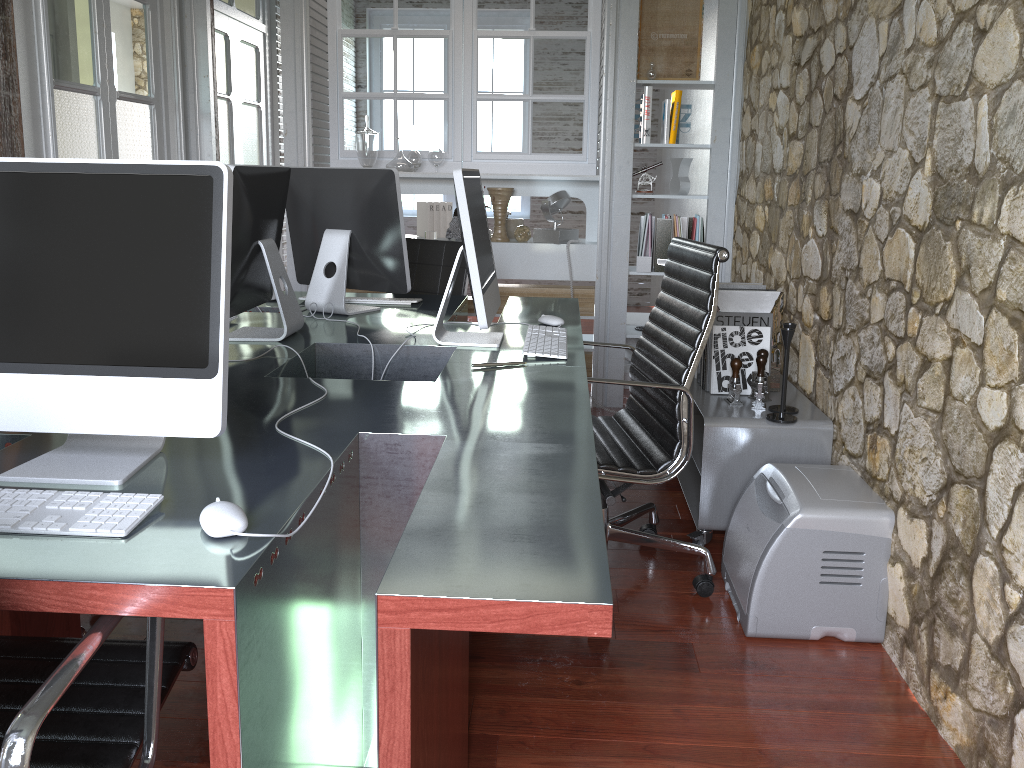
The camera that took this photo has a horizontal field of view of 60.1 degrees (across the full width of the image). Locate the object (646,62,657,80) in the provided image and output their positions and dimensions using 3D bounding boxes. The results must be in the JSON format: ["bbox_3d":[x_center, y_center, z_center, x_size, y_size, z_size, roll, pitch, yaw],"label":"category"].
[{"bbox_3d":[0.700,-1.568,4.433,0.056,0.089,0.056,2,11,6],"label":"object"}]

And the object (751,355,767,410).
[{"bbox_3d":[0.821,-0.011,2.929,0.048,0.174,0.088,4,11,14],"label":"object"}]

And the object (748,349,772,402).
[{"bbox_3d":[0.853,-0.034,3.028,0.048,0.174,0.088,-3,12,-22],"label":"object"}]

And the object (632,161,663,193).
[{"bbox_3d":[0.682,-1.071,4.576,0.178,0.159,0.093,8,13,30],"label":"object"}]

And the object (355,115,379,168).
[{"bbox_3d":[-0.770,-1.264,4.704,0.129,0.312,0.130,7,12,28],"label":"object"}]

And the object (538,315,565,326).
[{"bbox_3d":[0.124,-0.205,2.831,0.059,0.028,0.107,-8,16,-35],"label":"object"}]

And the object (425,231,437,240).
[{"bbox_3d":[-0.426,-0.779,4.644,0.066,0.040,0.066,-9,16,-38],"label":"object"}]

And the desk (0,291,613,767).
[{"bbox_3d":[-0.469,0.291,2.324,1.300,0.720,2.535,2,13,3],"label":"desk"}]

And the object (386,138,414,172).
[{"bbox_3d":[-0.585,-1.183,4.625,0.148,0.198,0.149,-2,12,-14],"label":"object"}]

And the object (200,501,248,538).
[{"bbox_3d":[-0.388,0.176,1.187,0.059,0.028,0.107,-6,15,-27],"label":"object"}]

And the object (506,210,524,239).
[{"bbox_3d":[-0.016,-0.884,4.904,0.159,0.151,0.218,-1,13,-11],"label":"object"}]

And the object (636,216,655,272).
[{"bbox_3d":[0.707,-0.741,4.679,0.078,0.275,0.241,3,12,11],"label":"object"}]

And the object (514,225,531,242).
[{"bbox_3d":[0.056,-0.794,4.665,0.093,0.087,0.092,11,15,39],"label":"object"}]

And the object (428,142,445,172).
[{"bbox_3d":[-0.407,-1.210,4.779,0.094,0.186,0.095,-3,12,-22],"label":"object"}]

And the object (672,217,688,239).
[{"bbox_3d":[0.879,-0.730,4.646,0.078,0.275,0.241,3,12,9],"label":"object"}]

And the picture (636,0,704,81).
[{"bbox_3d":[0.799,-1.752,4.481,0.326,0.430,0.009,2,10,3],"label":"picture"}]

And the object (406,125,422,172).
[{"bbox_3d":[-0.524,-1.243,4.733,0.088,0.269,0.089,1,11,-2],"label":"object"}]

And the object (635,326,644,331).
[{"bbox_3d":[0.838,-0.305,4.797,0.238,0.040,0.295,-10,17,-40],"label":"object"}]

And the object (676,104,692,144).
[{"bbox_3d":[0.902,-1.367,4.593,0.078,0.247,0.116,2,11,3],"label":"object"}]

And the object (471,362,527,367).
[{"bbox_3d":[-0.030,-0.050,2.208,0.149,0.011,0.011,-4,13,-21],"label":"object"}]

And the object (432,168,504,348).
[{"bbox_3d":[-0.119,-0.363,2.506,0.189,0.480,0.489,2,12,3],"label":"object"}]

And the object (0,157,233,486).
[{"bbox_3d":[-0.672,-0.106,1.389,0.484,0.480,0.191,2,11,3],"label":"object"}]

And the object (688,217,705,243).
[{"bbox_3d":[0.968,-0.731,4.656,0.078,0.275,0.241,2,12,7],"label":"object"}]

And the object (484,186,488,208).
[{"bbox_3d":[-0.177,-0.886,4.606,0.128,0.284,0.129,-5,13,-30],"label":"object"}]

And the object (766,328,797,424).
[{"bbox_3d":[0.852,-0.029,2.765,0.095,0.286,0.096,1,11,-1],"label":"object"}]

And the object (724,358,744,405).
[{"bbox_3d":[0.751,-0.013,2.980,0.048,0.151,0.088,1,11,-2],"label":"object"}]

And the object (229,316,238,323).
[{"bbox_3d":[-0.938,-0.159,2.592,0.118,0.017,0.444,2,13,3],"label":"object"}]

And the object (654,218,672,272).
[{"bbox_3d":[0.798,-0.741,4.686,0.078,0.275,0.248,2,12,8],"label":"object"}]

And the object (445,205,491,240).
[{"bbox_3d":[-0.250,-0.875,4.787,0.158,0.178,0.386,7,14,28],"label":"object"}]

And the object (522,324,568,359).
[{"bbox_3d":[0.097,-0.123,2.510,0.118,0.017,0.444,2,13,3],"label":"object"}]

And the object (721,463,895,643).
[{"bbox_3d":[0.811,0.450,2.497,0.362,0.383,0.404,2,12,3],"label":"object"}]

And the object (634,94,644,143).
[{"bbox_3d":[0.634,-1.375,4.607,0.078,0.247,0.116,2,11,3],"label":"object"}]

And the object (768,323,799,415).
[{"bbox_3d":[0.889,-0.052,2.866,0.095,0.286,0.095,-7,13,-37],"label":"object"}]

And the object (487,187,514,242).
[{"bbox_3d":[-0.063,-0.890,4.649,0.143,0.276,0.145,4,11,17],"label":"object"}]

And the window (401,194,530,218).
[{"bbox_3d":[-0.565,-2.478,8.291,1.539,1.920,0.128,2,10,3],"label":"window"}]

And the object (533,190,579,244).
[{"bbox_3d":[0.231,-0.877,4.639,0.167,0.269,0.189,10,14,37],"label":"object"}]

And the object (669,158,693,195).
[{"bbox_3d":[0.873,-1.075,4.592,0.063,0.186,0.127,-4,12,-24],"label":"object"}]

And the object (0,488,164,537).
[{"bbox_3d":[-0.715,0.171,1.213,0.439,0.017,0.120,2,13,3],"label":"object"}]

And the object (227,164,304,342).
[{"bbox_3d":[-0.713,-0.375,2.513,0.189,0.480,0.489,2,12,3],"label":"object"}]
